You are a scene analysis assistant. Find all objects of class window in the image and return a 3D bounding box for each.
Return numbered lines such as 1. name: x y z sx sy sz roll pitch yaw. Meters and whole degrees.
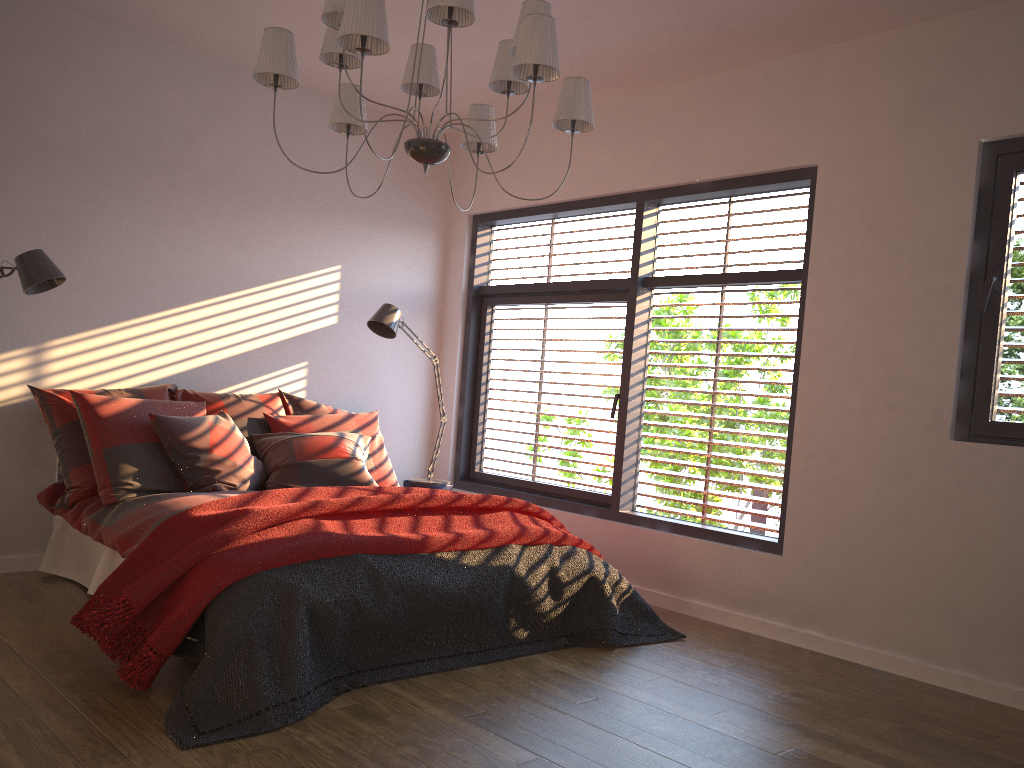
1. window: 0.613 -0.159 5.400 0.170 1.944 2.629 2 2 -43
2. window: 2.559 -0.357 3.307 0.224 1.293 1.573 2 2 -43

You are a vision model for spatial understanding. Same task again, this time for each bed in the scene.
1. bed: -0.951 0.712 4.416 2.039 0.771 2.307 5 0 -44

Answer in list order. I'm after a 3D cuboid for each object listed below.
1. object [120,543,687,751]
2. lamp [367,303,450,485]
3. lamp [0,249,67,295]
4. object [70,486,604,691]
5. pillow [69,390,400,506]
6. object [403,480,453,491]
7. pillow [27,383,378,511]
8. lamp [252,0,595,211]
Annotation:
1. object: -0.403 0.847 3.841 2.510 0.569 1.119 5 0 -43
2. lamp: -0.667 0.082 5.690 0.278 1.129 0.789 6 2 39
3. lamp: -2.464 -0.072 4.000 0.788 1.129 0.278 4 2 -3
4. object: -0.524 0.808 3.918 2.649 0.661 0.681 5 0 -42
5. pillow: -1.421 0.363 4.821 1.817 0.552 0.526 5 1 -42
6. object: -0.578 0.898 5.924 0.341 0.481 0.338 6 2 45
7. pillow: -1.342 0.398 4.853 1.141 0.735 2.145 5 0 45
8. lamp: -0.277 -1.255 3.199 1.102 1.081 1.243 3 1 -43
